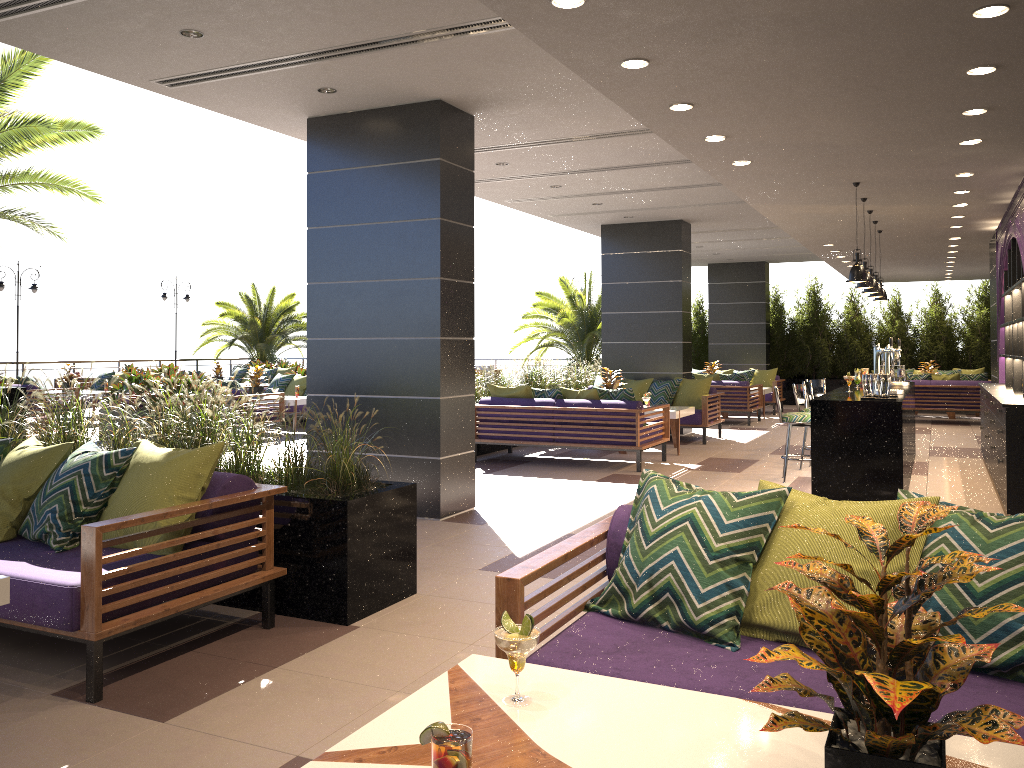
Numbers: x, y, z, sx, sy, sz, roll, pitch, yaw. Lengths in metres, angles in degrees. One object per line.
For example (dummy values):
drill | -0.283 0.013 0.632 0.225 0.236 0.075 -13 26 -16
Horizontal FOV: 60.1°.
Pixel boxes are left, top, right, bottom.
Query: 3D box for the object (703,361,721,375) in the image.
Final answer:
object | 3.910 -0.188 17.176 0.430 0.527 0.425 0 0 43

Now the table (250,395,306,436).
table | -4.117 0.488 14.351 2.036 0.554 0.941 1 2 26

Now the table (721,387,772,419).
table | 3.912 0.352 17.162 2.036 0.554 0.941 1 2 26

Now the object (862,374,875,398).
object | 2.979 0.025 7.395 0.105 0.209 0.105 0 -1 31

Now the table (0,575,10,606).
table | -2.856 0.946 3.071 2.036 0.554 0.941 1 2 26

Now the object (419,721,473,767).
object | -0.100 0.635 1.400 0.067 0.190 0.084 1 -1 -39

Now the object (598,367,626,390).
object | 1.293 0.042 11.722 0.430 0.527 0.425 0 0 38

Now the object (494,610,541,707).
object | 0.011 0.608 1.973 0.106 0.197 0.105 0 -1 -36

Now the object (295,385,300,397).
object | -3.477 0.115 14.333 0.067 0.190 0.084 0 -1 -34

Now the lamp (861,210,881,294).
lamp | 3.744 -1.378 9.233 0.163 0.865 0.162 0 -1 -22

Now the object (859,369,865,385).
object | 4.017 -0.081 10.162 0.084 0.190 0.067 0 -1 -39

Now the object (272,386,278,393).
object | -3.706 0.133 13.840 0.106 0.197 0.105 0 0 -31

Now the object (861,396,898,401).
object | 3.104 0.117 7.470 0.273 0.018 0.437 1 3 26

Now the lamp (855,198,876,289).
lamp | 3.372 -1.345 8.460 0.163 0.865 0.162 0 -1 -22

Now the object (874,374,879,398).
object | 3.082 0.021 7.487 0.105 0.209 0.105 0 -1 31

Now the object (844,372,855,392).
object | 3.298 -0.021 8.656 0.105 0.197 0.106 0 -1 -36

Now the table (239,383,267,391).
table | -6.497 0.275 19.713 2.036 0.554 0.941 1 2 26

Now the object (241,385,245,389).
object | -4.520 0.101 14.867 0.069 0.181 0.068 0 -1 -31

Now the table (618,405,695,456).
table | 1.298 0.581 11.719 2.036 0.554 0.941 1 2 26

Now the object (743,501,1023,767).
object | 0.608 0.465 1.418 0.430 0.527 0.425 0 0 43

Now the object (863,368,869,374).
object | 4.283 -0.100 10.706 0.069 0.181 0.068 0 -1 -2

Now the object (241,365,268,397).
object | -4.129 -0.051 14.339 0.430 0.527 0.425 0 0 43

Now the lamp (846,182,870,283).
lamp | 2.988 -1.312 7.660 0.163 0.865 0.162 0 -1 -22

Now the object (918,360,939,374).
object | 7.980 -0.189 16.917 0.430 0.527 0.425 0 0 43

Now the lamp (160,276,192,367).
lamp | -9.112 -1.281 24.005 0.264 3.331 1.121 -1 -1 26

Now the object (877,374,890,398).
object | 3.086 0.026 7.352 0.105 0.209 0.105 0 -1 31

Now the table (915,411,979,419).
table | 8.029 0.352 16.894 2.036 0.554 0.941 1 2 26

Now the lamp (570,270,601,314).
lamp | 2.025 -1.257 22.680 1.122 3.331 0.263 -1 -1 26

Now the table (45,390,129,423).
table | -8.144 0.420 16.285 2.036 0.554 0.941 1 2 26

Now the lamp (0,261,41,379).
lamp | -11.098 -1.107 19.872 0.264 3.331 1.121 -1 -1 26

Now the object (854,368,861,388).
object | 3.726 -0.066 9.547 0.069 0.211 0.068 0 -1 9

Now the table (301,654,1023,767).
table | 0.614 1.005 1.406 2.036 0.554 0.941 1 2 26

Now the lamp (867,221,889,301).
lamp | 4.307 -1.427 10.406 0.192 0.865 1.081 -1 1 26

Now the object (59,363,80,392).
object | -8.147 -0.119 16.263 0.430 0.527 0.425 0 0 -32

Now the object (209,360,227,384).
object | -6.559 -0.263 19.700 0.425 0.527 0.430 0 0 -37

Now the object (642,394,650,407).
object | 1.709 0.224 11.255 0.106 0.197 0.105 0 -1 -36

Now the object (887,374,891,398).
object | 3.182 0.018 7.559 0.105 0.209 0.105 0 -1 31

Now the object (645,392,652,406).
object | 1.820 0.204 11.829 0.067 0.190 0.084 1 -1 -39
